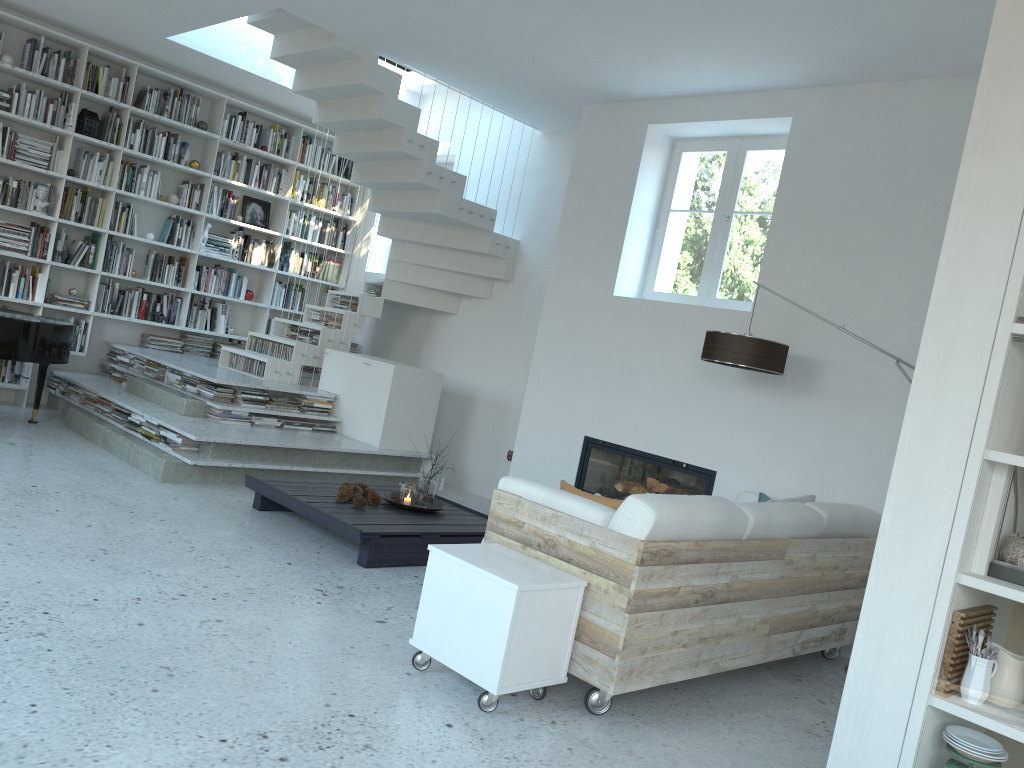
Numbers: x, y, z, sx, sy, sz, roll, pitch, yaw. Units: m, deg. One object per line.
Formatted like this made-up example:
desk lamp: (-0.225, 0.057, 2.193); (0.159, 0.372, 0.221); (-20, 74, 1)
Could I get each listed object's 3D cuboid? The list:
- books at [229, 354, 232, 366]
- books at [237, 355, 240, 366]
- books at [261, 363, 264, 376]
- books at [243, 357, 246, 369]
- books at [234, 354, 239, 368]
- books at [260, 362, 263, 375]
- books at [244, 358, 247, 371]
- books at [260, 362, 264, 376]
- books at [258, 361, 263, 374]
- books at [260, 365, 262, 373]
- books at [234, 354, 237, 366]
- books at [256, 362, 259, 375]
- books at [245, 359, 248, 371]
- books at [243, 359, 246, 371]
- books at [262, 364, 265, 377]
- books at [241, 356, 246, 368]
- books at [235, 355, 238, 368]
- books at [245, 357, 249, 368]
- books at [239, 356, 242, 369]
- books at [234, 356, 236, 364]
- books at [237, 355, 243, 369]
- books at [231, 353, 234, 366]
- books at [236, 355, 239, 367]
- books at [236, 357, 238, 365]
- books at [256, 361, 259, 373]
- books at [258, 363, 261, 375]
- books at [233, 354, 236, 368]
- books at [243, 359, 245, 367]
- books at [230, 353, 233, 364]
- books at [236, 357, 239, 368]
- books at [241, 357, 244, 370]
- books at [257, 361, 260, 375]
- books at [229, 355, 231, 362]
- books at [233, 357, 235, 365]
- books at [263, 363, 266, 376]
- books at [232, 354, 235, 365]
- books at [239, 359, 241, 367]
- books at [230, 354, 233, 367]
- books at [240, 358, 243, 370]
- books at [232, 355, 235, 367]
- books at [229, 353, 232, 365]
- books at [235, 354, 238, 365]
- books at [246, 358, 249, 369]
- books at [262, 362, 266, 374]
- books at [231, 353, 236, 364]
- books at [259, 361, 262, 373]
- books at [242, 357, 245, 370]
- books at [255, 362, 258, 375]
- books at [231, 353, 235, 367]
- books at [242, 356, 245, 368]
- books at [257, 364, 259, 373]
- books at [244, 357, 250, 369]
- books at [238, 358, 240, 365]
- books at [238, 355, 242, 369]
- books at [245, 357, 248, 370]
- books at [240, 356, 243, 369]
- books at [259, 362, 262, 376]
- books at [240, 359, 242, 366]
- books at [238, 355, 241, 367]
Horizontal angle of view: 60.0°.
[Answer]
books: (-2.521, -0.216, 8.127); (0.125, 0.125, 0.008); (9, 3, -45)
books: (-2.422, -0.193, 8.026); (0.125, 0.125, 0.007); (9, 3, -45)
books: (-2.114, -0.120, 7.713); (0.125, 0.125, 0.010); (9, 3, -45)
books: (-2.342, -0.174, 7.945); (0.125, 0.125, 0.008); (9, 3, -45)
books: (-2.454, -0.200, 8.059); (0.125, 0.125, 0.008); (9, 3, -45)
books: (-2.128, -0.123, 7.728); (0.125, 0.125, 0.008); (9, 3, -45)
books: (-2.326, -0.170, 7.928); (0.125, 0.125, 0.008); (9, 3, -45)
books: (-2.122, -0.122, 7.721); (0.125, 0.125, 0.010); (9, 3, -45)
books: (-2.155, -0.130, 7.755); (0.125, 0.125, 0.008); (9, 3, -45)
books: (-2.134, -0.125, 7.733); (0.125, 0.125, 0.008); (9, 3, -45)
books: (-2.459, -0.201, 8.064); (0.125, 0.125, 0.007); (9, 3, -45)
books: (-2.174, -0.134, 7.774); (0.125, 0.125, 0.008); (9, 3, -45)
books: (-2.310, -0.166, 7.913); (0.125, 0.125, 0.009); (9, 3, -45)
books: (-2.336, -0.172, 7.939); (0.125, 0.125, 0.008); (9, 3, -45)
books: (-2.101, -0.117, 7.700); (0.125, 0.125, 0.011); (9, 3, -45)
books: (-2.369, -0.180, 7.972); (0.125, 0.125, 0.008); (9, 3, -45)
books: (-2.443, -0.198, 8.048); (0.125, 0.125, 0.008); (9, 3, -45)
books: (-2.320, -0.169, 7.923); (0.125, 0.125, 0.007); (9, 3, -45)
books: (-2.391, -0.185, 7.994); (0.125, 0.125, 0.009); (9, 3, -45)
books: (-2.465, -0.203, 8.070); (0.125, 0.125, 0.009); (9, 3, -45)
books: (-2.417, -0.191, 8.021); (0.125, 0.125, 0.007); (9, 3, -45)
books: (-2.498, -0.210, 8.103); (0.125, 0.125, 0.007); (9, 3, -45)
books: (-2.432, -0.195, 8.037); (0.125, 0.125, 0.008); (9, 3, -45)
books: (-2.438, -0.196, 8.043); (0.125, 0.125, 0.008); (9, 3, -45)
books: (-2.180, -0.136, 7.780); (0.125, 0.125, 0.008); (9, 3, -45)
books: (-2.149, -0.128, 7.749); (0.125, 0.125, 0.007); (9, 3, -45)
books: (-2.470, -0.204, 8.075); (0.125, 0.125, 0.009); (9, 3, -45)
books: (-2.347, -0.175, 7.950); (0.125, 0.125, 0.008); (9, 3, -45)
books: (-2.515, -0.215, 8.121); (0.125, 0.125, 0.010); (9, 3, -45)
books: (-2.427, -0.194, 8.032); (0.125, 0.125, 0.007); (9, 3, -45)
books: (-2.364, -0.179, 7.967); (0.125, 0.125, 0.008); (9, 3, -45)
books: (-2.163, -0.131, 7.763); (0.125, 0.125, 0.012); (9, 3, -45)
books: (-2.532, -0.219, 8.138); (0.125, 0.125, 0.007); (9, 3, -45)
books: (-2.476, -0.205, 8.081); (0.125, 0.125, 0.007); (9, 3, -45)
books: (-2.094, -0.115, 7.692); (0.125, 0.125, 0.010); (9, 3, -45)
books: (-2.488, -0.208, 8.093); (0.125, 0.125, 0.008); (9, 3, -45)
books: (-2.396, -0.187, 8.000); (0.125, 0.125, 0.008); (9, 3, -45)
books: (-2.509, -0.213, 8.114); (0.125, 0.125, 0.009); (9, 3, -45)
books: (-2.374, -0.181, 7.978); (0.125, 0.125, 0.008); (9, 3, -45)
books: (-2.482, -0.207, 8.087); (0.125, 0.125, 0.010); (9, 3, -45)
books: (-2.526, -0.217, 8.132); (0.125, 0.125, 0.008); (9, 3, -45)
books: (-2.449, -0.199, 8.054); (0.125, 0.125, 0.008); (9, 3, -45)
books: (-2.305, -0.165, 7.907); (0.125, 0.125, 0.007); (9, 3, -45)
books: (-2.109, -0.119, 7.708); (0.125, 0.125, 0.008); (9, 3, -45)
books: (-2.503, -0.212, 8.109); (0.125, 0.125, 0.007); (9, 3, -45)
books: (-2.144, -0.127, 7.744); (0.125, 0.125, 0.007); (9, 3, -45)
books: (-2.353, -0.176, 7.956); (0.125, 0.125, 0.008); (9, 3, -45)
books: (-2.186, -0.137, 7.786); (0.125, 0.125, 0.011); (9, 3, -45)
books: (-2.493, -0.209, 8.098); (0.125, 0.125, 0.008); (9, 3, -45)
books: (-2.358, -0.178, 7.962); (0.125, 0.125, 0.007); (9, 3, -45)
books: (-2.169, -0.133, 7.769); (0.125, 0.125, 0.010); (9, 3, -45)
books: (-2.331, -0.171, 7.934); (0.125, 0.125, 0.009); (9, 3, -45)
books: (-2.412, -0.190, 8.016); (0.125, 0.125, 0.008); (9, 3, -45)
books: (-2.402, -0.188, 8.005); (0.125, 0.125, 0.007); (9, 3, -45)
books: (-2.315, -0.168, 7.918); (0.125, 0.125, 0.008); (9, 3, -45)
books: (-2.380, -0.183, 7.983); (0.125, 0.125, 0.007); (9, 3, -45)
books: (-2.139, -0.126, 7.739); (0.125, 0.125, 0.007); (9, 3, -45)
books: (-2.385, -0.184, 7.988); (0.125, 0.125, 0.007); (9, 3, -45)
books: (-2.407, -0.189, 8.011); (0.125, 0.125, 0.008); (9, 3, -45)
